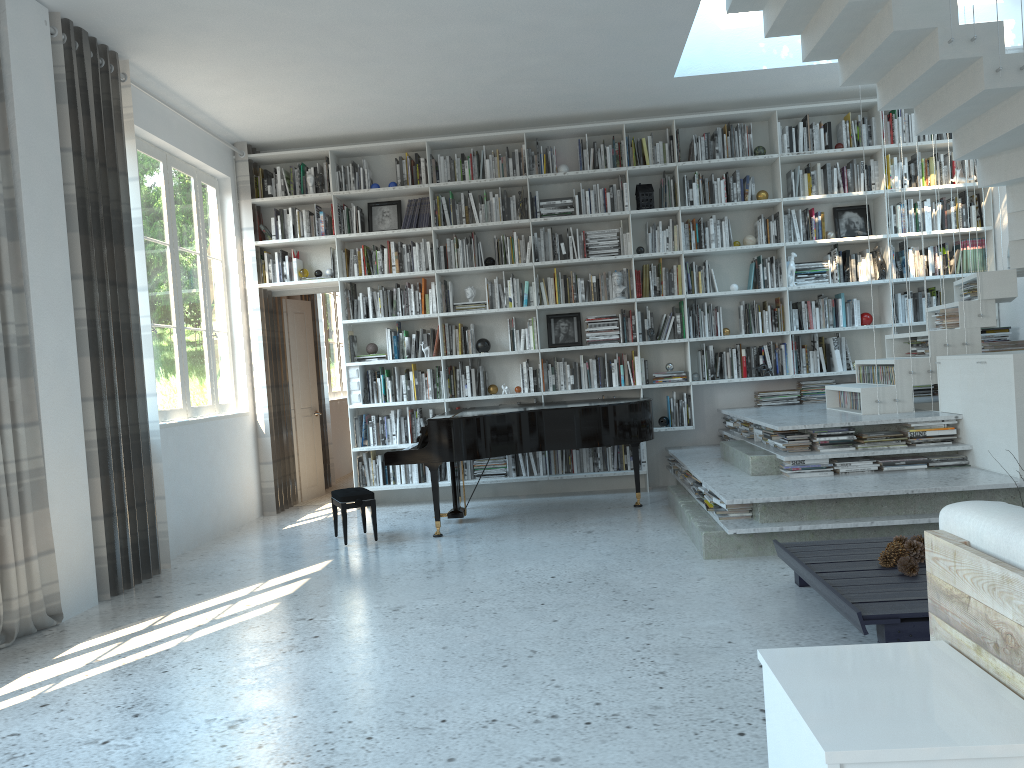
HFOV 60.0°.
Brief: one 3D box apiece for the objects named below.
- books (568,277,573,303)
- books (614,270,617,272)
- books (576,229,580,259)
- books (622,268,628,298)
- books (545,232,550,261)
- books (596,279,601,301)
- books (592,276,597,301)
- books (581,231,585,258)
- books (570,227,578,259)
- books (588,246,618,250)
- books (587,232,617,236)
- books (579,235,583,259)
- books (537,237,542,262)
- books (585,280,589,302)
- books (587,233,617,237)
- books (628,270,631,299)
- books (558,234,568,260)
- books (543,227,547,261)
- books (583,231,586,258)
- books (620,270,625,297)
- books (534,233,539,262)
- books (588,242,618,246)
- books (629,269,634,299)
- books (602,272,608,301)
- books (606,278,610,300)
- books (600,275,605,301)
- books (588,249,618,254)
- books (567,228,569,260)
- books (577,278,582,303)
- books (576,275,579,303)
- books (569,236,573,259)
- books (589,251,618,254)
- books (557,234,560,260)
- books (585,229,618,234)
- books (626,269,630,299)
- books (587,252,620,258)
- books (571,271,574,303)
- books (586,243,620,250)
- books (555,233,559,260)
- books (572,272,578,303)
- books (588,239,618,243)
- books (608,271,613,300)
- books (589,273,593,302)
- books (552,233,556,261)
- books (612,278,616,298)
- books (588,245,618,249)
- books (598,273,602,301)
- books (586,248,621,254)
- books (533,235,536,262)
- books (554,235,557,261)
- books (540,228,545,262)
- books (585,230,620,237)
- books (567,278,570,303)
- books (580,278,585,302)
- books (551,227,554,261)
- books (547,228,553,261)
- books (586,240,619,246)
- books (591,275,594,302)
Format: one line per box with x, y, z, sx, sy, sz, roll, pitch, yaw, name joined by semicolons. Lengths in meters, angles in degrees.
0.509;-0.805;7.709;0.025;0.236;0.137;-4;1;4;books
0.905;-0.846;7.688;0.014;0.263;0.135;-4;1;4;books
0.572;-1.195;7.674;0.021;0.269;0.191;-4;1;4;books
0.981;-0.859;7.684;0.025;0.279;0.108;-4;2;4;books
0.308;-1.175;7.693;0.025;0.266;0.185;-4;1;4;books
0.743;-0.803;7.677;0.029;0.200;0.178;-4;1;4;books
0.714;-0.813;7.676;0.029;0.224;0.185;-4;1;4;books
0.615;-1.186;7.678;0.015;0.245;0.183;-4;1;4;books
0.537;-1.204;7.690;0.049;0.291;0.162;-4;1;4;books
0.788;-1.167;7.677;0.254;0.012;0.161;-4;1;6;books
0.779;-1.290;7.678;0.254;0.012;0.161;-4;1;4;books
0.597;-1.170;7.689;0.024;0.216;0.132;-4;1;4;books
0.245;-1.152;7.723;0.027;0.228;0.147;-4;1;4;books
0.653;-0.796;7.705;0.050;0.199;0.145;-4;1;4;books
0.779;-1.277;7.674;0.254;0.012;0.161;-4;1;6;books
1.015;-0.852;7.677;0.014;0.261;0.137;-4;1;4;books
0.444;-1.170;7.689;0.066;0.237;0.153;-4;1;4;books
0.288;-1.197;7.720;0.014;0.313;0.133;-4;2;4;books
0.628;-1.187;7.665;0.013;0.247;0.176;-4;1;4;books
0.956;-0.848;7.675;0.025;0.260;0.130;-4;1;4;books
0.216;-1.169;7.709;0.026;0.267;0.170;-4;1;4;books
0.785;-1.203;7.679;0.254;0.012;0.161;-4;1;5;books
1.033;-0.856;7.683;0.023;0.265;0.107;-4;2;4;books
0.805;-0.837;7.679;0.025;0.259;0.150;-4;1;4;books
0.831;-0.813;7.694;0.022;0.206;0.114;-4;1;4;books
0.783;-0.821;7.700;0.025;0.230;0.143;-4;1;4;books
0.789;-1.143;7.680;0.254;0.012;0.161;-4;1;3;books
0.487;-1.197;7.698;0.022;0.285;0.130;-4;1;4;books
0.585;-0.800;7.697;0.024;0.216;0.175;-4;1;4;books
0.567;-0.817;7.711;0.011;0.251;0.130;-4;1;4;books
0.512;-1.164;7.691;0.024;0.216;0.147;-4;1;4;books
0.790;-1.131;7.683;0.254;0.012;0.161;-4;1;4;books
0.405;-1.168;7.697;0.011;0.239;0.147;-4;1;4;books
0.777;-1.314;7.673;0.285;0.012;0.159;-4;1;6;books
1.000;-0.854;7.666;0.014;0.266;0.153;-4;1;4;books
0.792;-1.118;7.681;0.285;0.012;0.159;-4;1;5;books
0.526;-0.830;7.700;0.013;0.284;0.176;-4;1;4;books
0.786;-1.191;7.679;0.285;0.012;0.159;-4;1;5;books
0.392;-1.173;7.697;0.014;0.250;0.172;-4;1;4;books
0.545;-0.823;7.684;0.028;0.268;0.189;-4;1;4;books
0.783;-1.227;7.674;0.254;0.012;0.161;-4;1;1;books
0.852;-0.840;7.685;0.024;0.259;0.126;-4;1;4;books
0.682;-0.828;7.693;0.014;0.259;0.161;-4;1;4;books
0.366;-1.172;7.702;0.011;0.252;0.153;-4;1;4;books
0.882;-0.813;7.682;0.035;0.201;0.149;-4;1;4;books
0.787;-1.179;7.677;0.254;0.012;0.161;-4;1;2;books
0.762;-0.826;7.664;0.012;0.245;0.186;-4;1;4;books
0.788;-1.155;7.675;0.285;0.012;0.159;-4;1;1;books
0.199;-1.161;7.721;0.012;0.254;0.161;-4;1;4;books
0.379;-1.163;7.702;0.014;0.233;0.147;-4;1;4;books
0.268;-1.188;7.703;0.026;0.297;0.179;-4;1;4;books
0.777;-1.302;7.667;0.285;0.012;0.159;-4;1;-1;books
0.490;-0.799;7.703;0.012;0.228;0.169;-4;1;4;books
0.612;-0.801;7.696;0.030;0.215;0.168;-4;1;4;books
0.354;-1.195;7.700;0.011;0.300;0.179;-4;1;4;books
0.335;-1.192;7.709;0.029;0.295;0.151;-4;1;4;books
0.784;-1.215;7.674;0.285;0.012;0.159;-4;1;7;books
0.695;-0.817;7.688;0.010;0.234;0.174;-4;1;4;books
